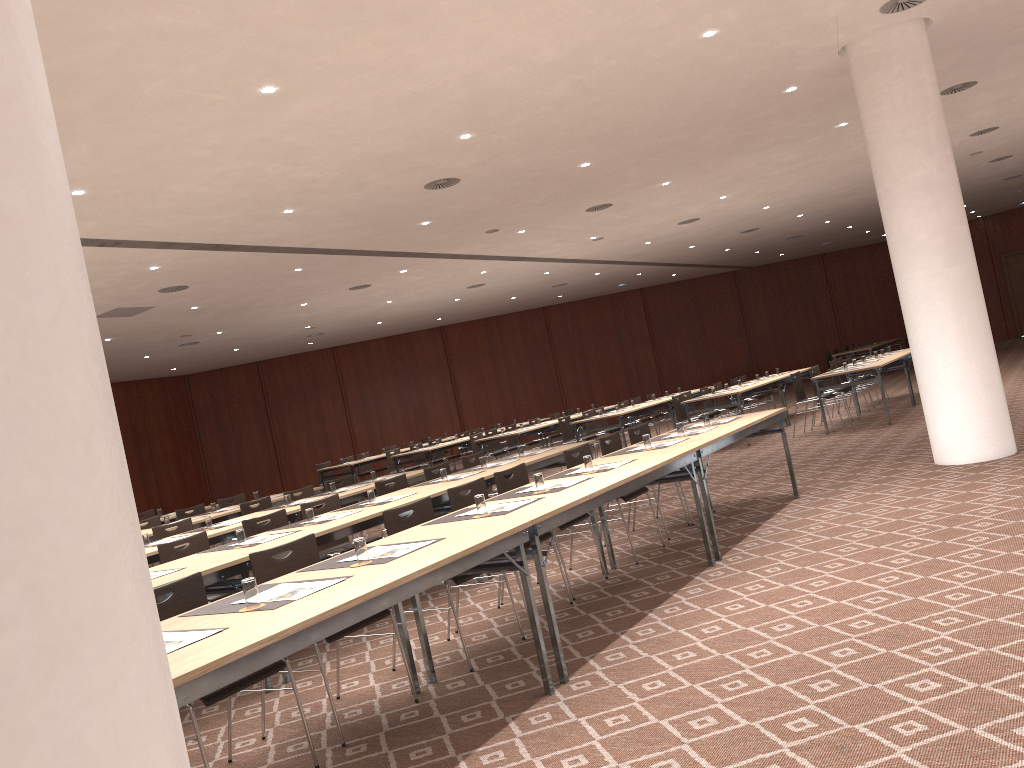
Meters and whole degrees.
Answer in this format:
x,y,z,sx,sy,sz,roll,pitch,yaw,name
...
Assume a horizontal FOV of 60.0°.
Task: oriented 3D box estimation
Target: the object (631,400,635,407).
x,y,z,sx,sy,sz,roll,pitch,yaw,name
2.165,0.354,15.894,0.054,0.114,0.054,-12,-1,22,object

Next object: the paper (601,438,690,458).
x,y,z,sx,sy,sz,roll,pitch,yaw,name
1.042,0.501,6.933,0.566,0.003,0.460,-13,-1,36,paper

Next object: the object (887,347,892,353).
x,y,z,sx,sy,sz,roll,pitch,yaw,name
6.650,-0.601,15.627,0.054,0.114,0.054,-12,-1,-23,object

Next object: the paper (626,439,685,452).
x,y,z,sx,sy,sz,roll,pitch,yaw,name
1.128,0.479,6.931,0.398,0.006,0.283,-13,-1,37,paper

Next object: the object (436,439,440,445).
x,y,z,sx,sy,sz,roll,pitch,yaw,name
-1.468,1.151,17.528,0.054,0.114,0.054,-12,-1,22,object

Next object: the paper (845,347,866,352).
x,y,z,sx,sy,sz,roll,pitch,yaw,name
8.904,-0.893,23.022,0.566,0.003,0.460,-13,-1,34,paper

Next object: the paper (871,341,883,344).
x,y,z,sx,sy,sz,roll,pitch,yaw,name
10.510,-1.196,25.505,0.398,0.006,0.283,-13,-1,31,paper

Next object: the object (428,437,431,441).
x,y,z,sx,sy,sz,roll,pitch,yaw,name
-1.903,1.294,20.518,0.054,0.114,0.054,-12,0,-1,object

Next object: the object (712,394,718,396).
x,y,z,sx,sy,sz,roll,pitch,yaw,name
3.132,0.171,13.714,0.102,0.001,0.102,-12,-1,22,object

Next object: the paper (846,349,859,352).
x,y,z,sx,sy,sz,roll,pitch,yaw,name
8.628,-0.848,22.500,0.398,0.006,0.283,-13,-1,34,paper

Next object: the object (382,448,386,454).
x,y,z,sx,sy,sz,roll,pitch,yaw,name
-2.763,1.453,19.150,0.054,0.114,0.054,-12,-1,22,object

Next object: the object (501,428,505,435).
x,y,z,sx,sy,sz,roll,pitch,yaw,name
-0.169,0.848,15.880,0.054,0.114,0.054,-12,-1,22,object

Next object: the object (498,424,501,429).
x,y,z,sx,sy,sz,roll,pitch,yaw,name
-0.271,0.929,19.425,0.054,0.114,0.054,-12,0,-1,object

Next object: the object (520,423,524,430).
x,y,z,sx,sy,sz,roll,pitch,yaw,name
0.177,0.784,16.426,0.054,0.114,0.054,-12,-1,22,object

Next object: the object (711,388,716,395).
x,y,z,sx,sy,sz,roll,pitch,yaw,name
3.117,0.115,13.713,0.054,0.114,0.054,-12,-1,22,object

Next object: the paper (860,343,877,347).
x,y,z,sx,sy,sz,roll,pitch,yaw,name
10.100,-1.114,24.970,0.566,0.003,0.460,-13,-1,31,paper

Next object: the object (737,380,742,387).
x,y,z,sx,sy,sz,roll,pitch,yaw,name
3.802,-0.012,14.805,0.054,0.114,0.054,-12,-1,22,object

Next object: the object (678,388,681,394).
x,y,z,sx,sy,sz,roll,pitch,yaw,name
3.363,0.132,17.796,0.054,0.114,0.054,-12,0,-1,object

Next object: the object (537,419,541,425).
x,y,z,sx,sy,sz,roll,pitch,yaw,name
0.521,0.720,16.974,0.054,0.114,0.054,-12,-1,22,object

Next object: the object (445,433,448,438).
x,y,z,sx,sy,sz,roll,pitch,yaw,name
-1.565,1.231,21.061,0.054,0.114,0.054,-12,0,-1,object

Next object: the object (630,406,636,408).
x,y,z,sx,sy,sz,roll,pitch,yaw,name
2.169,0.411,15.883,0.102,0.001,0.102,-12,-1,22,object

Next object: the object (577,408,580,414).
x,y,z,sx,sy,sz,roll,pitch,yaw,name
1.378,0.562,18.331,0.054,0.114,0.054,-12,0,-1,object

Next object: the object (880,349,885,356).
x,y,z,sx,sy,sz,roll,pitch,yaw,name
6.303,-0.537,15.084,0.054,0.114,0.054,-12,-1,-23,object

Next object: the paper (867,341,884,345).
x,y,z,sx,sy,sz,roll,pitch,yaw,name
10.457,-1.181,25.505,0.566,0.003,0.460,-13,-1,32,paper

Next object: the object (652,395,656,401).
x,y,z,sx,sy,sz,roll,pitch,yaw,name
2.672,0.260,16.708,0.054,0.114,0.054,-12,0,-1,object

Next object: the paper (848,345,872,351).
x,y,z,sx,sy,sz,roll,pitch,yaw,name
9.247,-0.957,23.579,0.566,0.003,0.460,-13,-1,34,paper

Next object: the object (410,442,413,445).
x,y,z,sx,sy,sz,roll,pitch,yaw,name
-2.253,1.358,19.968,0.054,0.114,0.054,-12,0,-1,object

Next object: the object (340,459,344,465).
x,y,z,sx,sy,sz,roll,pitch,yaw,name
-3.458,1.581,18.055,0.054,0.114,0.054,-12,-1,22,object

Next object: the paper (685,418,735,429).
x,y,z,sx,sy,sz,roll,pitch,yaw,name
1.806,0.354,8.047,0.398,0.006,0.283,-13,-1,32,paper

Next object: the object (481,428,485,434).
x,y,z,sx,sy,sz,roll,pitch,yaw,name
-0.614,0.993,18.874,0.054,0.114,0.054,-12,0,-1,object

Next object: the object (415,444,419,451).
x,y,z,sx,sy,sz,roll,pitch,yaw,name
-1.811,1.214,16.962,0.054,0.114,0.054,-12,-1,22,object

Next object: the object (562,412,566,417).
x,y,z,sx,sy,sz,roll,pitch,yaw,name
1.040,0.624,17.791,0.054,0.114,0.054,-12,0,-1,object

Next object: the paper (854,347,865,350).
x,y,z,sx,sy,sz,roll,pitch,yaw,name
8.977,-0.913,23.034,0.398,0.006,0.283,-13,-1,32,paper

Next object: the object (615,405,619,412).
x,y,z,sx,sy,sz,roll,pitch,yaw,name
1.819,0.417,15.337,0.054,0.114,0.054,-12,-1,22,object

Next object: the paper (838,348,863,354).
x,y,z,sx,sy,sz,roll,pitch,yaw,name
8.568,-0.832,22.464,0.566,0.003,0.460,-13,-1,34,paper

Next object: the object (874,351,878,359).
x,y,z,sx,sy,sz,roll,pitch,yaw,name
5.968,-0.475,14.537,0.054,0.114,0.054,-12,-1,-23,object

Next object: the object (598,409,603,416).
x,y,z,sx,sy,sz,roll,pitch,yaw,name
1.477,0.481,14.800,0.054,0.114,0.054,-12,-1,22,object

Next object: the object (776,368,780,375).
x,y,z,sx,sy,sz,roll,pitch,yaw,name
5.011,-0.235,16.719,0.054,0.114,0.054,-12,0,-1,object

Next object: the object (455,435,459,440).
x,y,z,sx,sy,sz,roll,pitch,yaw,name
-1.125,1.087,18.063,0.054,0.114,0.054,-12,-1,22,object

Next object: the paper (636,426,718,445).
x,y,z,sx,sy,sz,roll,pitch,yaw,name
1.399,0.435,7.505,0.566,0.003,0.460,-13,-1,34,paper

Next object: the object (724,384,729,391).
x,y,z,sx,sy,sz,roll,pitch,yaw,name
3.453,0.053,14.260,0.054,0.114,0.054,-12,-1,22,object

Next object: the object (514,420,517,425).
x,y,z,sx,sy,sz,roll,pitch,yaw,name
0.077,0.865,19.968,0.054,0.114,0.054,-12,0,-1,object

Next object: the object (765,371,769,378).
x,y,z,sx,sy,sz,roll,pitch,yaw,name
4.653,-0.169,16.169,0.054,0.114,0.054,-12,0,-1,object

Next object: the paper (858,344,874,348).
x,y,z,sx,sy,sz,roll,pitch,yaw,name
9.770,-1.054,24.382,0.566,0.003,0.460,-13,-1,34,paper

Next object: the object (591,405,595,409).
x,y,z,sx,sy,sz,roll,pitch,yaw,name
1.728,0.497,18.874,0.054,0.114,0.054,-12,0,-1,object

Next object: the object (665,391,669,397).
x,y,z,sx,sy,sz,roll,pitch,yaw,name
3.018,0.196,17.255,0.054,0.114,0.054,-12,0,-1,object

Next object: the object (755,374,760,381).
x,y,z,sx,sy,sz,roll,pitch,yaw,name
4.326,-0.109,15.619,0.054,0.114,0.054,-12,0,-1,object

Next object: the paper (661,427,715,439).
x,y,z,sx,sy,sz,roll,pitch,yaw,name
1.490,0.411,7.480,0.398,0.006,0.283,-13,-1,33,paper

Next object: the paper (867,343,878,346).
x,y,z,sx,sy,sz,roll,pitch,yaw,name
9.854,-1.076,24.386,0.398,0.006,0.283,-13,-1,31,paper

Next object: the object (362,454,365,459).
x,y,z,sx,sy,sz,roll,pitch,yaw,name
-3.114,1.518,18.613,0.054,0.114,0.054,-12,-1,22,object
